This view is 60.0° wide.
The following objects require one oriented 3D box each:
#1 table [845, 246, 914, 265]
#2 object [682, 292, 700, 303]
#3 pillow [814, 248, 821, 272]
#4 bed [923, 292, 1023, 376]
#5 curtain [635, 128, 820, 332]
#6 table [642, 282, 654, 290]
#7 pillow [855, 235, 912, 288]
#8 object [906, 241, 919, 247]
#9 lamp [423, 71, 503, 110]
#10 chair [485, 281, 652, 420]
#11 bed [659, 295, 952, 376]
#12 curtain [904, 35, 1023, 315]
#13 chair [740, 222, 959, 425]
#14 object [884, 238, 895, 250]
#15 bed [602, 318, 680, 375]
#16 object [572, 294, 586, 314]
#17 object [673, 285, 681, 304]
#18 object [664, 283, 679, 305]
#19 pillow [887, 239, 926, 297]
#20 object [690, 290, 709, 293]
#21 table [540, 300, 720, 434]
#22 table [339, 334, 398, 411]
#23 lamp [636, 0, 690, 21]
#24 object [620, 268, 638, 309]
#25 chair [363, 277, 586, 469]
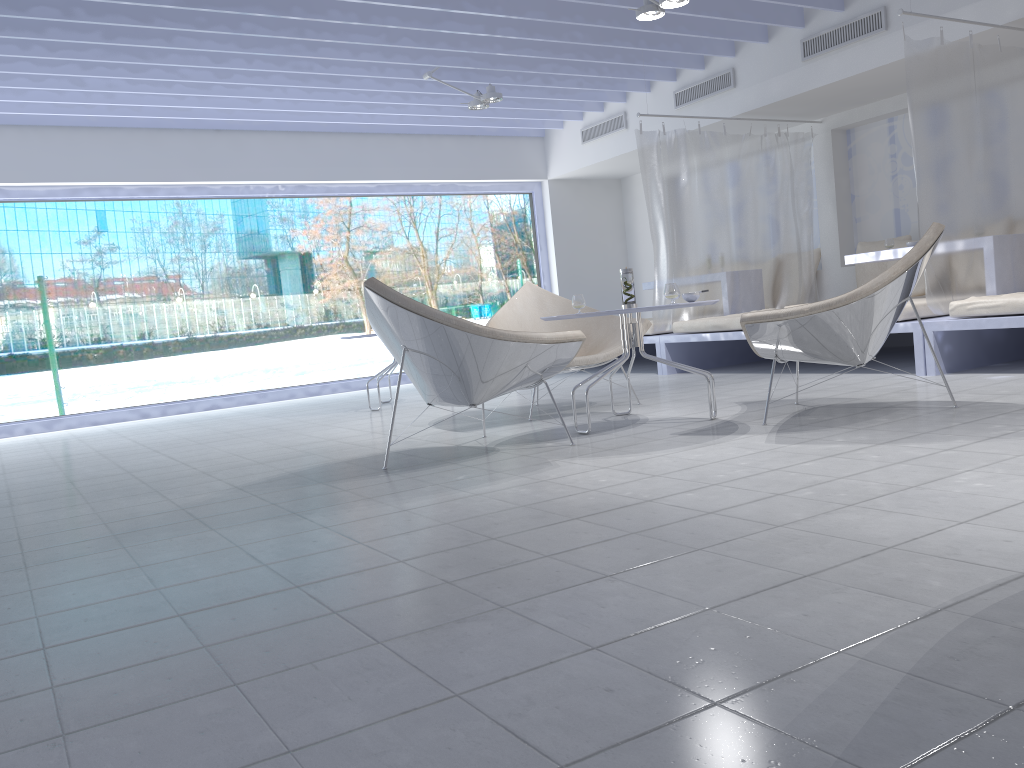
[{"bbox_3d":[2.801,-0.696,5.880,0.416,0.450,1.065,-8,5,-31],"label":"table"},{"bbox_3d":[0.802,-0.387,3.968,0.082,0.043,0.082,-4,5,28],"label":"object"},{"bbox_3d":[2.560,-0.953,8.102,0.231,0.510,0.572,-8,5,-30],"label":"pillow"},{"bbox_3d":[3.700,-0.367,4.464,2.022,0.422,2.200,-8,5,-31],"label":"bed"},{"bbox_3d":[1.852,-1.283,7.211,2.050,1.552,0.151,-8,5,-31],"label":"curtain"},{"bbox_3d":[1.663,-0.720,7.782,0.416,0.450,1.065,-8,5,-31],"label":"table"},{"bbox_3d":[3.050,-0.942,7.283,0.231,0.510,0.572,-8,5,-31],"label":"pillow"},{"bbox_3d":[2.766,-0.959,6.124,0.082,0.043,0.082,-4,4,21],"label":"object"},{"bbox_3d":[-0.398,-2.281,6.851,0.587,0.218,0.380,-8,5,-31],"label":"lamp"},{"bbox_3d":[0.247,-0.236,5.089,0.906,0.759,0.753,-7,4,-20],"label":"chair"},{"bbox_3d":[2.553,-0.391,6.349,2.016,0.427,2.200,-8,5,-31],"label":"bed"},{"bbox_3d":[3.028,-1.243,5.329,1.998,1.559,0.125,-8,5,-32],"label":"curtain"},{"bbox_3d":[1.458,-0.261,3.772,0.753,0.759,0.906,-3,5,29],"label":"chair"},{"bbox_3d":[2.674,-0.986,6.282,0.068,0.091,0.068,-6,4,-5],"label":"object"},{"bbox_3d":[1.432,-0.415,8.253,2.022,0.422,2.200,-8,5,-31],"label":"bed"},{"bbox_3d":[0.323,-0.386,4.288,0.068,0.091,0.068,-6,4,-8],"label":"object"},{"bbox_3d":[0.786,-0.435,4.319,0.068,0.091,0.068,-9,5,-38],"label":"object"},{"bbox_3d":[0.693,-0.392,3.854,0.068,0.091,0.068,-6,4,-2],"label":"object"},{"bbox_3d":[3.150,-0.914,6.946,0.307,0.482,0.528,-8,5,-26],"label":"pillow"},{"bbox_3d":[0.826,-0.408,3.948,0.098,0.016,0.012,-4,5,26],"label":"object"},{"bbox_3d":[0.567,-0.084,4.134,0.825,0.534,0.823,-9,5,-39],"label":"table"},{"bbox_3d":[-0.816,-0.116,6.480,0.825,0.534,0.823,-5,4,16],"label":"table"},{"bbox_3d":[0.685,-2.258,5.041,0.587,0.218,0.380,-8,5,-31],"label":"lamp"},{"bbox_3d":[0.541,-0.446,4.141,0.075,0.189,0.075,-9,5,-39],"label":"object"},{"bbox_3d":[-0.246,-0.085,3.700,0.753,0.759,0.906,-9,5,-35],"label":"chair"}]
